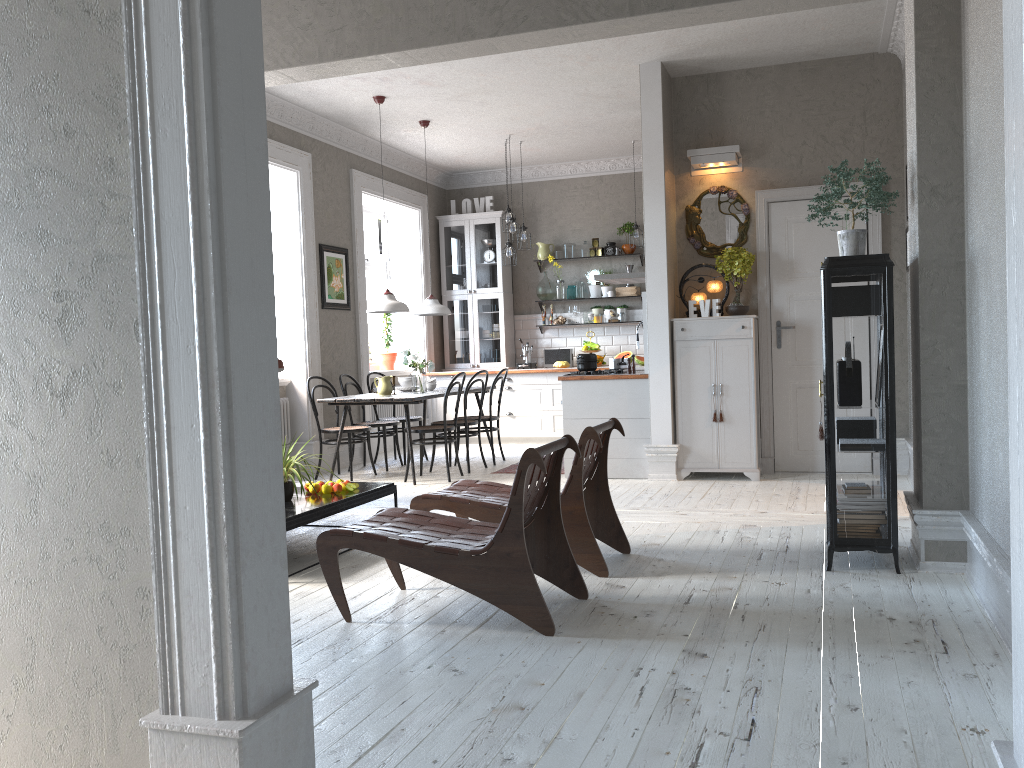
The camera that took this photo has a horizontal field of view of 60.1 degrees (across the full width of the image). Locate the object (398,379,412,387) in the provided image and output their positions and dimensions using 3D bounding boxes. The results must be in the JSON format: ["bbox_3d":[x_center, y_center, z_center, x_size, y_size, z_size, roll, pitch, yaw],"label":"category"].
[{"bbox_3d":[-1.001,0.003,8.482,0.178,0.094,0.181,-2,2,10],"label":"object"}]

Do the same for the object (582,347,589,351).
[{"bbox_3d":[0.874,-0.407,10.479,0.095,0.078,0.101,-2,2,6],"label":"object"}]

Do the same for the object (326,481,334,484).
[{"bbox_3d":[-1.078,0.603,5.252,0.062,0.058,0.060,-3,2,-27],"label":"object"}]

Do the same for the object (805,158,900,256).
[{"bbox_3d":[1.658,-0.857,4.314,0.406,0.506,0.406,-1,3,35],"label":"object"}]

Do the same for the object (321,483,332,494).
[{"bbox_3d":[-1.074,0.605,5.132,0.063,0.063,0.060,-4,3,-40],"label":"object"}]

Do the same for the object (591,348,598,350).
[{"bbox_3d":[0.971,-0.400,10.421,0.076,0.062,0.100,-2,2,-8],"label":"object"}]

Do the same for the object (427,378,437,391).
[{"bbox_3d":[-0.782,0.003,8.458,0.122,0.119,0.130,-1,3,34],"label":"object"}]

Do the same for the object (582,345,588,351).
[{"bbox_3d":[0.862,-0.420,10.403,0.058,0.069,0.080,0,3,38],"label":"object"}]

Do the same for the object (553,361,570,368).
[{"bbox_3d":[0.582,-0.228,10.399,0.194,0.083,0.191,-1,2,19],"label":"object"}]

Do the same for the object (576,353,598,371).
[{"bbox_3d":[0.638,-0.185,7.538,0.190,0.147,0.192,-2,2,-2],"label":"object"}]

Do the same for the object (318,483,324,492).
[{"bbox_3d":[-1.124,0.608,5.199,0.058,0.056,0.060,-2,2,6],"label":"object"}]

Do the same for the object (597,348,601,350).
[{"bbox_3d":[1.019,-0.405,10.438,0.051,0.050,0.050,-1,3,28],"label":"object"}]

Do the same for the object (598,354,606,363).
[{"bbox_3d":[1.058,-0.309,10.437,0.060,0.120,0.128,0,3,42],"label":"object"}]

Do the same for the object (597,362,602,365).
[{"bbox_3d":[1.014,-0.238,10.377,0.069,0.051,0.088,-3,2,-23],"label":"object"}]

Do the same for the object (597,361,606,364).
[{"bbox_3d":[1.039,-0.253,10.498,0.055,0.044,0.213,-3,3,-33],"label":"object"}]

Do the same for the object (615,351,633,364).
[{"bbox_3d":[1.277,-0.287,10.170,0.231,0.174,0.222,0,3,40],"label":"object"}]

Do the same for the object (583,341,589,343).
[{"bbox_3d":[0.873,-0.486,10.447,0.073,0.058,0.051,-2,2,-5],"label":"object"}]

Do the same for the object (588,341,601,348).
[{"bbox_3d":[0.984,-0.460,10.481,0.177,0.096,0.090,0,3,39],"label":"object"}]

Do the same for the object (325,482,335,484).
[{"bbox_3d":[-1.089,0.611,5.321,0.063,0.039,0.067,-1,2,24],"label":"object"}]

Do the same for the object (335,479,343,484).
[{"bbox_3d":[-1.022,0.598,5.282,0.060,0.062,0.064,-2,2,0],"label":"object"}]

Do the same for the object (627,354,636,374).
[{"bbox_3d":[0.988,-0.168,7.339,0.072,0.167,0.036,-1,2,18],"label":"object"}]

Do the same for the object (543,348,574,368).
[{"bbox_3d":[0.557,-0.307,10.619,0.347,0.226,0.089,-1,2,18],"label":"object"}]

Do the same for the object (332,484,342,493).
[{"bbox_3d":[-1.012,0.606,5.137,0.056,0.058,0.057,0,3,43],"label":"object"}]

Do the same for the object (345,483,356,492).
[{"bbox_3d":[-0.944,0.604,5.165,0.057,0.053,0.060,-1,2,25],"label":"object"}]

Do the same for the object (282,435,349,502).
[{"bbox_3d":[-1.250,0.449,4.929,0.717,0.420,0.676,0,3,37],"label":"object"}]

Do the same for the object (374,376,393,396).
[{"bbox_3d":[-1.131,0.014,7.825,0.152,0.170,0.134,-3,2,-20],"label":"object"}]

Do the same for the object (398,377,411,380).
[{"bbox_3d":[-1.001,-0.017,8.482,0.178,0.094,0.181,-2,2,10],"label":"object"}]

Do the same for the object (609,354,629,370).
[{"bbox_3d":[0.969,-0.194,7.675,0.178,0.134,0.297,-4,3,-37],"label":"object"}]

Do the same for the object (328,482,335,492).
[{"bbox_3d":[-1.057,0.604,5.195,0.056,0.058,0.059,-2,2,9],"label":"object"}]

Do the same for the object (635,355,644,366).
[{"bbox_3d":[1.504,-0.266,10.045,0.224,0.127,0.148,-2,2,1],"label":"object"}]

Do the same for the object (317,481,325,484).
[{"bbox_3d":[-1.140,0.605,5.263,0.057,0.058,0.058,-2,2,1],"label":"object"}]

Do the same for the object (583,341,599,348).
[{"bbox_3d":[0.934,-0.466,10.424,0.207,0.101,0.068,-1,2,25],"label":"object"}]

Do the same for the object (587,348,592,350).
[{"bbox_3d":[0.907,-0.399,10.406,0.063,0.061,0.067,-1,2,19],"label":"object"}]

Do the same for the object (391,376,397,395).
[{"bbox_3d":[-1.051,0.011,7.888,0.058,0.167,0.060,-1,3,32],"label":"object"}]

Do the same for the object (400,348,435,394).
[{"bbox_3d":[-0.841,-0.123,7.942,0.308,0.414,0.254,-1,2,17],"label":"object"}]

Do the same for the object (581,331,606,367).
[{"bbox_3d":[0.932,-0.411,10.455,0.351,0.425,0.353,-2,2,4],"label":"object"}]

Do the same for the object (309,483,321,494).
[{"bbox_3d":[-1.144,0.606,5.131,0.069,0.066,0.071,-1,3,34],"label":"object"}]

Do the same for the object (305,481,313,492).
[{"bbox_3d":[-1.189,0.605,5.210,0.066,0.066,0.071,-1,2,24],"label":"object"}]

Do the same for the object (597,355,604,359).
[{"bbox_3d":[1.035,-0.315,10.452,0.126,0.056,0.060,-2,2,10],"label":"object"}]

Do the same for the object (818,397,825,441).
[{"bbox_3d":[1.624,0.183,4.657,0.041,0.234,0.044,-3,2,-25],"label":"object"}]

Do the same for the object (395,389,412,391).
[{"bbox_3d":[-0.998,0.056,8.485,0.232,0.027,0.242,0,3,37],"label":"object"}]

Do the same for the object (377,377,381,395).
[{"bbox_3d":[-1.187,0.007,8.046,0.096,0.172,0.096,-2,2,0],"label":"object"}]

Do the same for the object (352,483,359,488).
[{"bbox_3d":[-0.948,0.607,5.289,0.068,0.037,0.046,-4,3,-45],"label":"object"}]

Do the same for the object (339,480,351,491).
[{"bbox_3d":[-0.982,0.598,5.218,0.077,0.064,0.073,-4,3,-41],"label":"object"}]
